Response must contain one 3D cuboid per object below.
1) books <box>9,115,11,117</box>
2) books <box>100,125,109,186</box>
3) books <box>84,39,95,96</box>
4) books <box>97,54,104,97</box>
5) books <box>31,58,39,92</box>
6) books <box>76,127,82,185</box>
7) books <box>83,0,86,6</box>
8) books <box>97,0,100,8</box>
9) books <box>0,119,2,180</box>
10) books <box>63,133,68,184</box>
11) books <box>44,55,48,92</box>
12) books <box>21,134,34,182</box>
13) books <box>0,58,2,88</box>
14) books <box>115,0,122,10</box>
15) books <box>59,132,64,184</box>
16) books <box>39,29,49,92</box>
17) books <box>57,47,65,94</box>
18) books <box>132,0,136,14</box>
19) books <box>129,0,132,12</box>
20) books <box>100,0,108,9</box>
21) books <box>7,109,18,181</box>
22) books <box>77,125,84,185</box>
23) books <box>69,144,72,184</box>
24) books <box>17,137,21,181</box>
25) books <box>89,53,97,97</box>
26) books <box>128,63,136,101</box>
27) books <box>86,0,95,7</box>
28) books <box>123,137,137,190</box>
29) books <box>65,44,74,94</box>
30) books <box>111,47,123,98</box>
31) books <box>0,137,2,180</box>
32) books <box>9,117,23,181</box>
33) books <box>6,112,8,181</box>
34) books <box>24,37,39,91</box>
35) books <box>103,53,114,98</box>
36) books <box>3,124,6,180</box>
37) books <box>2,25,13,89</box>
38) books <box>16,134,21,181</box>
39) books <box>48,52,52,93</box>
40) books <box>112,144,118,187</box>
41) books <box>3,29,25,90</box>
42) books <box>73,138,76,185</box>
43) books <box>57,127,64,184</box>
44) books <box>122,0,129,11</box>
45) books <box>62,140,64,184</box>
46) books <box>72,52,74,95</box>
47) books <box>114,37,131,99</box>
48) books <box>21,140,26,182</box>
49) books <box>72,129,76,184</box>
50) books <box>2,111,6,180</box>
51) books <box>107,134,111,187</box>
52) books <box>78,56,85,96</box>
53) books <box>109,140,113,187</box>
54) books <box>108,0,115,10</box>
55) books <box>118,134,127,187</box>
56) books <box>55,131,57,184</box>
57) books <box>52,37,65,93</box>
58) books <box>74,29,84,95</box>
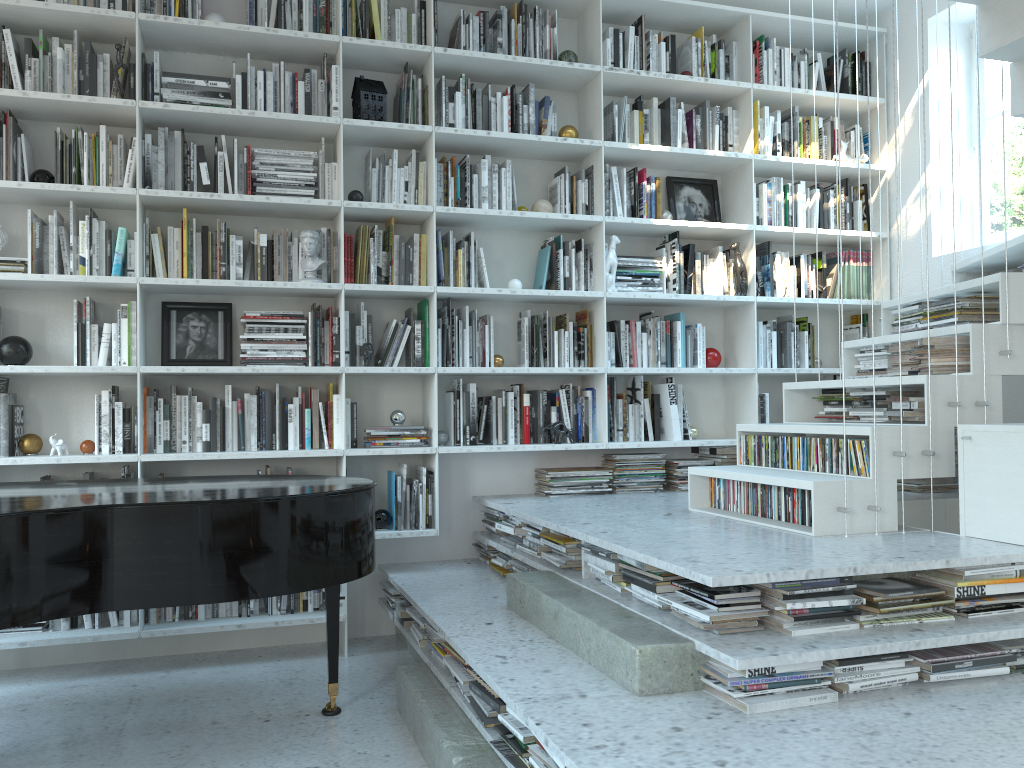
[{"bbox_3d":[-2.092,-0.954,3.725,0.005,0.305,0.162,0,-1,-18],"label":"books"},{"bbox_3d":[-1.750,-0.945,3.821,0.022,0.284,0.190,0,-1,-18],"label":"books"},{"bbox_3d":[-1.821,-1.313,3.826,0.022,0.290,0.146,0,-1,-18],"label":"books"},{"bbox_3d":[-1.766,-1.280,3.826,0.022,0.222,0.161,0,-1,-18],"label":"books"},{"bbox_3d":[-2.000,-1.258,3.751,0.028,0.180,0.168,0,-1,-18],"label":"books"},{"bbox_3d":[-1.852,-0.940,3.796,0.005,0.275,0.157,0,-1,-18],"label":"books"},{"bbox_3d":[-1.817,-1.640,3.801,0.013,0.207,0.178,0,-1,-18],"label":"books"},{"bbox_3d":[-1.775,-1.679,3.831,0.013,0.285,0.159,0,-1,-18],"label":"books"},{"bbox_3d":[-2.129,-0.947,3.697,0.011,0.291,0.176,0,-1,-18],"label":"books"},{"bbox_3d":[-1.885,-0.921,3.763,0.005,0.236,0.178,0,-1,-18],"label":"books"},{"bbox_3d":[-1.972,-1.273,3.788,0.024,0.212,0.128,0,-1,-18],"label":"books"},{"bbox_3d":[-2.037,-0.917,3.738,0.031,0.232,0.148,0,-1,-18],"label":"books"},{"bbox_3d":[-2.142,-1.258,3.716,0.034,0.180,0.160,0,-1,-18],"label":"books"},{"bbox_3d":[-1.705,-1.666,3.866,0.029,0.261,0.151,0,-1,-18],"label":"books"},{"bbox_3d":[-1.905,-0.923,3.766,0.005,0.240,0.173,0,-1,-18],"label":"books"},{"bbox_3d":[-1.982,-1.322,3.758,0.012,0.308,0.145,0,-1,-18],"label":"books"},{"bbox_3d":[-1.905,-1.282,3.770,0.021,0.226,0.191,0,-1,-18],"label":"books"},{"bbox_3d":[-1.635,-1.681,3.870,0.026,0.288,0.176,0,-1,-18],"label":"books"},{"bbox_3d":[-1.655,-1.670,3.868,0.014,0.267,0.171,0,-1,-18],"label":"books"},{"bbox_3d":[-1.752,-1.628,3.831,0.031,0.184,0.177,0,-1,-18],"label":"books"},{"bbox_3d":[-2.097,-0.966,3.725,0.005,0.331,0.161,0,-1,-18],"label":"books"},{"bbox_3d":[-1.838,-0.946,3.812,0.033,0.287,0.155,0,-1,-18],"label":"books"},{"bbox_3d":[-1.875,-0.903,3.790,0.011,0.200,0.162,0,-1,-18],"label":"books"},{"bbox_3d":[-2.063,-0.910,3.740,0.012,0.218,0.151,0,-1,-18],"label":"books"},{"bbox_3d":[-1.790,-1.278,3.814,0.030,0.217,0.182,0,-1,-18],"label":"books"},{"bbox_3d":[-1.657,-1.274,3.882,0.028,0.211,0.134,0,-1,-18],"label":"books"},{"bbox_3d":[-1.798,-1.636,3.804,0.026,0.200,0.187,0,-1,-18],"label":"books"},{"bbox_3d":[-1.639,-0.922,3.834,0.064,0.237,0.209,0,-1,-18],"label":"books"},{"bbox_3d":[-1.887,-1.299,3.795,0.028,0.261,0.135,0,-1,-18],"label":"books"},{"bbox_3d":[-1.706,-1.301,3.841,0.055,0.264,0.167,0,-1,-18],"label":"books"},{"bbox_3d":[-2.125,-0.909,3.724,0.012,0.217,0.133,0,-1,-18],"label":"books"},{"bbox_3d":[-2.074,-0.945,3.708,0.011,0.287,0.189,0,-1,-18],"label":"books"},{"bbox_3d":[-2.103,-0.959,3.726,0.005,0.316,0.157,0,-1,-18],"label":"books"},{"bbox_3d":[-2.029,-1.300,3.750,0.027,0.265,0.168,0,-1,-18],"label":"books"},{"bbox_3d":[-1.749,-1.287,3.848,0.024,0.237,0.153,0,-1,-18],"label":"books"},{"bbox_3d":[-2.106,-0.932,3.711,0.010,0.261,0.158,0,-1,-18],"label":"books"},{"bbox_3d":[-2.123,-1.325,3.732,0.013,0.315,0.135,0,-1,-18],"label":"books"},{"bbox_3d":[-2.074,-0.919,3.743,0.009,0.237,0.134,0,-1,-18],"label":"books"},{"bbox_3d":[-1.948,-1.272,3.768,0.010,0.208,0.173,0,-1,-18],"label":"books"},{"bbox_3d":[-1.711,-0.910,3.844,0.024,0.216,0.142,0,-1,-18],"label":"books"},{"bbox_3d":[-2.073,-1.311,3.720,0.075,0.285,0.178,0,-1,-18],"label":"books"},{"bbox_3d":[-1.851,-0.912,3.773,0.006,0.216,0.181,0,-1,-18],"label":"books"},{"bbox_3d":[-1.926,-0.940,3.789,0.012,0.276,0.129,0,-1,-18],"label":"books"},{"bbox_3d":[-1.672,-1.649,3.854,0.026,0.225,0.172,0,-1,-18],"label":"books"},{"bbox_3d":[-1.901,-0.911,3.785,0.013,0.216,0.149,0,-1,-18],"label":"books"},{"bbox_3d":[-1.867,-1.284,3.798,0.013,0.231,0.141,0,-1,-18],"label":"books"},{"bbox_3d":[-1.691,-1.320,3.846,0.058,0.302,0.175,0,-1,-18],"label":"books"},{"bbox_3d":[-2.054,-0.906,3.740,0.004,0.209,0.132,0,-1,-18],"label":"books"},{"bbox_3d":[-1.868,-0.936,3.801,0.009,0.266,0.149,0,-1,-18],"label":"books"},{"bbox_3d":[-2.115,-0.961,3.716,0.004,0.321,0.153,0,-1,-18],"label":"books"},{"bbox_3d":[-1.737,-0.931,3.832,0.010,0.257,0.140,0,-1,-18],"label":"books"},{"bbox_3d":[-1.841,-1.275,3.817,0.024,0.213,0.150,0,-1,-18],"label":"books"},{"bbox_3d":[-1.728,-0.917,3.839,0.011,0.229,0.166,0,-1,-18],"label":"books"},{"bbox_3d":[-1.729,-1.654,3.849,0.026,0.237,0.149,0,-1,-18],"label":"books"},{"bbox_3d":[-1.686,-0.931,3.842,0.022,0.257,0.155,0,-1,-18],"label":"books"},{"bbox_3d":[-1.931,-0.929,3.779,0.005,0.254,0.161,0,-1,-18],"label":"books"},{"bbox_3d":[-1.935,-1.311,3.786,0.026,0.286,0.137,0,-1,-18],"label":"books"},{"bbox_3d":[-1.852,-1.325,3.792,0.011,0.313,0.183,0,-1,-18],"label":"books"}]
